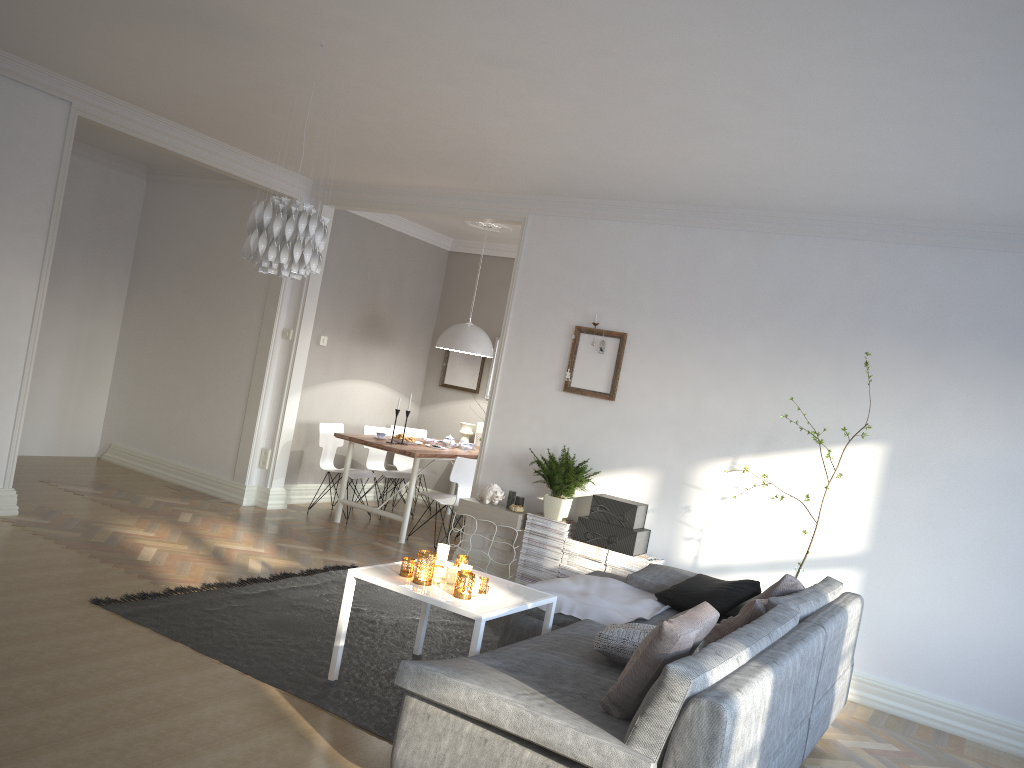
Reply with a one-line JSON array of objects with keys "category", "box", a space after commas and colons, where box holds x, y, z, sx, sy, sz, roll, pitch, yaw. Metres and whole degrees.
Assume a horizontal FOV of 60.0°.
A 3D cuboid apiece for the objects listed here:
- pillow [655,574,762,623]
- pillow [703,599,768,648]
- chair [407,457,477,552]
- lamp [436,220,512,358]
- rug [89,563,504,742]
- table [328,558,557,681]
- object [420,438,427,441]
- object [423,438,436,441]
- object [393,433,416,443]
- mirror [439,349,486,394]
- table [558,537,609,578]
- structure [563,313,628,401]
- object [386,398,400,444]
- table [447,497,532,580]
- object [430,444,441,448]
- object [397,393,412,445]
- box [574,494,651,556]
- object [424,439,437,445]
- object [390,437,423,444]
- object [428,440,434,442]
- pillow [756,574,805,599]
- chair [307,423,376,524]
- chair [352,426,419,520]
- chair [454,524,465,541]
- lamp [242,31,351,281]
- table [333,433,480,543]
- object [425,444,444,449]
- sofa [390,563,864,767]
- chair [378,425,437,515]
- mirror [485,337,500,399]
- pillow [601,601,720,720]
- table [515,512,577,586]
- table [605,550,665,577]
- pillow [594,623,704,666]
[{"category": "pillow", "box": [1.025, 1.104, 4.652, 0.402, 0.248, 0.420, 10, 1, -40]}, {"category": "pillow", "box": [1.042, 1.092, 4.082, 0.336, 0.311, 0.415, 11, 1, 35]}, {"category": "chair", "box": [-0.492, 0.957, 7.250, 0.432, 0.786, 0.478, 10, 1, -40]}, {"category": "lamp", "box": [-0.322, -0.867, 8.027, 0.529, 1.182, 0.531, 12, 1, 37]}, {"category": "rug", "box": [-0.715, 1.319, 4.720, 2.108, 0.055, 2.017, 11, 0, 30]}, {"category": "table", "box": [-0.303, 1.155, 4.047, 0.714, 0.504, 0.675, 11, 1, 30]}, {"category": "object", "box": [-0.760, 0.505, 7.891, 0.130, 0.027, 0.028, 11, 1, -18]}, {"category": "object", "box": [-0.756, 0.521, 8.093, 0.129, 0.038, 0.129, 11, 0, 35]}, {"category": "object", "box": [-0.941, 0.471, 7.750, 0.197, 0.063, 0.188, 11, 0, 0]}, {"category": "mirror", "box": [-0.499, -0.212, 9.169, 0.473, 0.558, 0.052, 11, 1, 30]}, {"category": "table", "box": [0.489, 1.294, 5.866, 0.327, 0.499, 0.247, 11, 1, 30]}, {"category": "structure", "box": [0.574, -0.199, 6.100, 0.398, 0.575, 0.053, 11, 1, 27]}, {"category": "object", "box": [-0.973, 0.301, 7.426, 0.095, 0.396, 0.095, 11, 1, 25]}, {"category": "table", "box": [-0.152, 1.133, 6.201, 0.552, 0.575, 0.299, 11, 1, 31]}, {"category": "object", "box": [-0.673, 0.547, 7.744, 0.100, 0.025, 0.066, 11, 0, 7]}, {"category": "object", "box": [-0.890, 0.290, 7.501, 0.095, 0.449, 0.095, 11, 1, 25]}, {"category": "box", "box": [0.662, 0.912, 5.799, 0.419, 0.316, 0.298, 11, 1, 30]}, {"category": "object", "box": [-0.729, 0.527, 7.926, 0.129, 0.038, 0.129, 11, 0, 30]}, {"category": "object", "box": [-0.923, 0.501, 7.749, 0.287, 0.020, 0.287, 11, 0, 18]}, {"category": "object", "box": [-0.730, 0.525, 7.926, 0.085, 0.039, 0.082, 11, 0, -5]}, {"category": "pillow", "box": [1.289, 1.107, 4.398, 0.324, 0.403, 0.430, 11, 1, 17]}, {"category": "chair", "box": [-1.469, 0.769, 7.765, 0.478, 0.786, 0.432, 11, 1, 20]}, {"category": "chair", "box": [-1.159, 0.825, 8.280, 0.478, 0.786, 0.432, 12, 1, 40]}, {"category": "chair", "box": [-0.122, 1.024, 7.677, 0.478, 0.786, 0.432, 11, 1, 35]}, {"category": "lamp", "box": [-0.953, -1.011, 4.002, 0.355, 1.066, 0.354, 10, 1, -18]}, {"category": "table", "box": [-0.703, 0.932, 8.059, 0.852, 0.750, 1.988, 11, 1, 30]}, {"category": "object", "box": [-0.673, 0.551, 7.756, 0.180, 0.014, 0.180, 11, 0, -5]}, {"category": "sofa", "box": [0.505, 1.200, 3.913, 1.553, 0.772, 2.635, 11, 0, 30]}, {"category": "chair", "box": [-1.016, 0.849, 8.851, 0.432, 0.786, 0.478, 10, 1, -29]}, {"category": "mirror", "box": [0.023, -0.118, 8.868, 0.543, 0.632, 0.047, 11, 1, 30]}, {"category": "pillow", "box": [0.507, 0.933, 3.008, 0.241, 0.390, 0.427, 11, 1, 30]}, {"category": "table", "box": [0.236, 1.195, 6.018, 0.321, 0.597, 0.247, 11, 1, 30]}, {"category": "table", "box": [0.757, 1.345, 5.710, 0.327, 0.499, 0.247, 11, 1, 30]}, {"category": "pillow", "box": [0.542, 1.045, 3.516, 0.405, 0.194, 0.405, 11, 1, 16]}]
